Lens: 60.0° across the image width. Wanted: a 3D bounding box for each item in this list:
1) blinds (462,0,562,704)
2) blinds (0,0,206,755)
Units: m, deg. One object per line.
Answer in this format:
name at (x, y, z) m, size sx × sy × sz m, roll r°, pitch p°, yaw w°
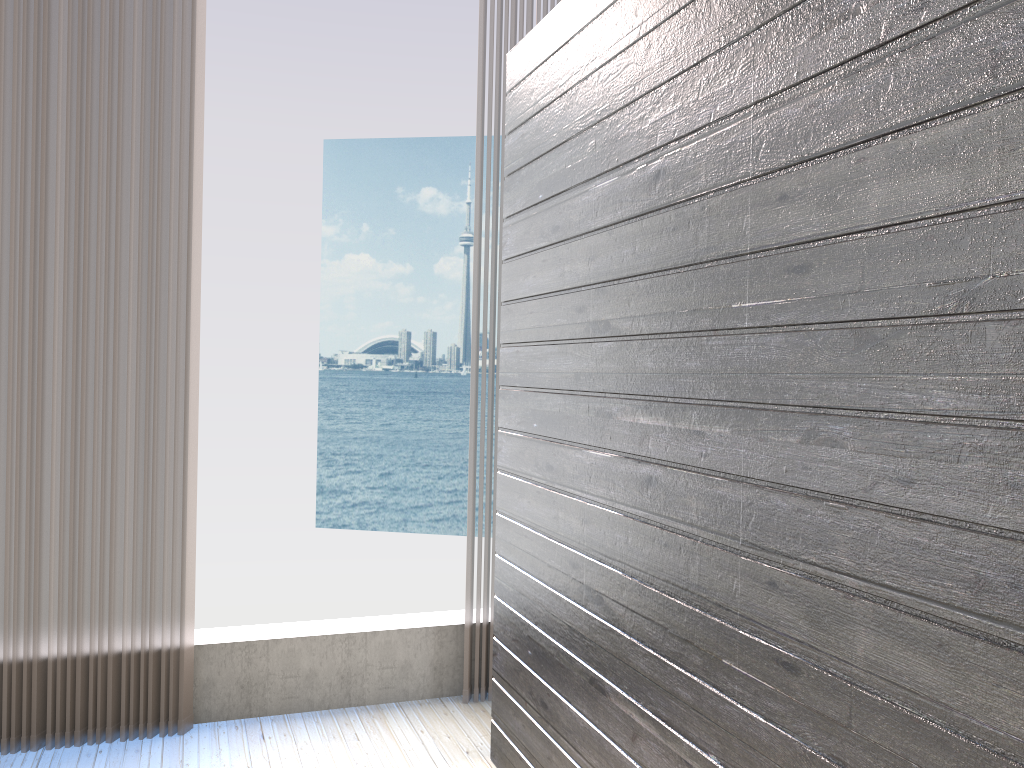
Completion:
blinds at (0.380, -0.225, 3.354) m, size 1.133 × 2.744 × 0.069 m, roll 1°, pitch 1°, yaw -20°
blinds at (-1.530, -0.261, 2.655) m, size 1.133 × 2.744 × 0.069 m, roll 1°, pitch 1°, yaw -20°
